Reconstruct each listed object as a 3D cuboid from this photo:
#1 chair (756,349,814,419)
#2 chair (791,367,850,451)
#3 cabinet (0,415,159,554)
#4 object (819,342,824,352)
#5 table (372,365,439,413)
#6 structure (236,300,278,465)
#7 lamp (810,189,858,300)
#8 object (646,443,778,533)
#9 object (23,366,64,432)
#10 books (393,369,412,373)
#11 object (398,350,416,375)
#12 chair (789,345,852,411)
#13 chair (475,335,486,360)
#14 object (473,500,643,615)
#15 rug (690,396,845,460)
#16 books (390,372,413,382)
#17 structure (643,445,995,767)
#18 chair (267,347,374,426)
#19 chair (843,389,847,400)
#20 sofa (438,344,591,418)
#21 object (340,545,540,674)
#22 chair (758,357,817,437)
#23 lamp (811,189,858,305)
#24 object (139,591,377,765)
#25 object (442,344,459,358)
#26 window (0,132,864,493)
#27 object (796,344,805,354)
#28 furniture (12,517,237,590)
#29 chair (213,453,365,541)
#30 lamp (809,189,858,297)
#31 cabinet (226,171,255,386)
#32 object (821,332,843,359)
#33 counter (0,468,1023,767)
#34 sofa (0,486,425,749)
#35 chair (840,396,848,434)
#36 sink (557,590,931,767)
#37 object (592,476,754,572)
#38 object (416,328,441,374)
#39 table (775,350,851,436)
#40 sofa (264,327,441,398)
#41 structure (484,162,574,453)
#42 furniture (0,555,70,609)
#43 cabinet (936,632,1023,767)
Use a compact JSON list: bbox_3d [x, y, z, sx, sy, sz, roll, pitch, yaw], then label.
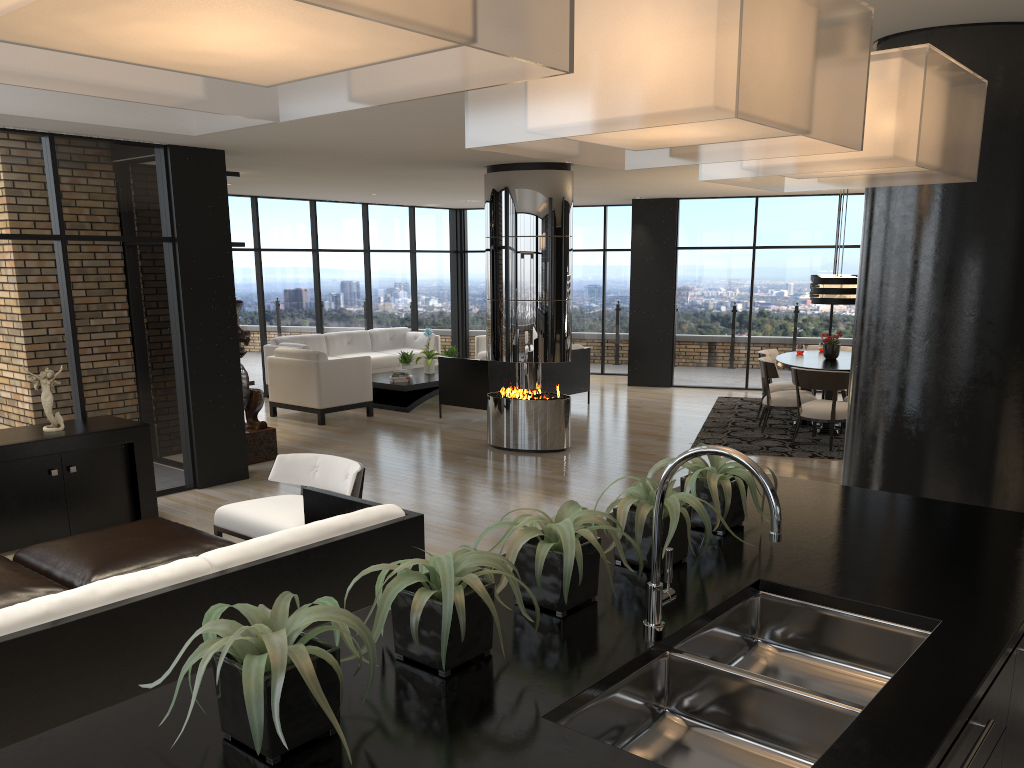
[{"bbox_3d":[3.224,0.018,10.486,0.614,0.821,0.633,5,12,27],"label":"chair"},{"bbox_3d":[3.162,0.236,8.899,0.610,0.821,0.636,-11,15,-43],"label":"chair"},{"bbox_3d":[-3.770,0.785,5.386,0.616,0.754,3.007,9,12,39],"label":"cabinet"},{"bbox_3d":[3.776,-0.448,10.717,0.095,0.108,0.094,-3,11,-16],"label":"object"},{"bbox_3d":[-1.176,0.037,12.207,1.255,0.358,2.011,7,10,39],"label":"table"},{"bbox_3d":[-2.704,-0.066,8.388,0.726,1.624,0.511,9,16,39],"label":"structure"},{"bbox_3d":[3.593,-1.593,9.662,0.535,1.354,0.526,3,13,16],"label":"lamp"},{"bbox_3d":[0.639,0.301,2.629,0.405,0.243,0.392,-5,10,-25],"label":"object"},{"bbox_3d":[-3.121,0.091,5.956,0.104,0.468,0.254,10,16,40],"label":"object"},{"bbox_3d":[-1.416,-0.173,11.394,0.184,0.027,0.152,4,9,30],"label":"books"},{"bbox_3d":[-1.422,-0.284,11.880,0.284,0.377,0.211,0,12,3],"label":"object"},{"bbox_3d":[3.887,-0.053,10.983,0.638,0.821,0.609,8,14,37],"label":"chair"},{"bbox_3d":[0.062,-0.422,13.622,0.994,0.872,0.845,8,13,39],"label":"chair"},{"bbox_3d":[0.062,0.397,2.031,0.405,0.221,0.392,-5,10,-25],"label":"object"},{"bbox_3d":[3.621,0.472,10.136,2.713,0.011,3.663,2,8,17],"label":"rug"},{"bbox_3d":[-1.433,-0.097,11.412,0.307,0.129,0.220,-2,9,-11],"label":"books"},{"bbox_3d":[0.511,0.644,1.685,0.651,1.037,2.747,9,12,39],"label":"structure"},{"bbox_3d":[-2.340,-0.025,10.815,0.994,0.872,0.845,8,13,39],"label":"chair"},{"bbox_3d":[4.228,0.058,10.158,0.616,0.821,0.631,0,11,3],"label":"chair"},{"bbox_3d":[0.063,-0.059,11.171,0.832,0.818,2.011,8,12,39],"label":"sofa"},{"bbox_3d":[-0.178,0.426,1.744,0.405,0.243,0.392,-5,10,-25],"label":"object"},{"bbox_3d":[2.997,0.131,9.673,0.616,0.821,0.631,2,11,10],"label":"chair"},{"bbox_3d":[3.321,-1.477,8.828,0.535,1.354,0.526,3,13,16],"label":"lamp"},{"bbox_3d":[-0.381,0.482,1.422,0.396,0.221,0.401,-5,10,-25],"label":"object"},{"bbox_3d":[-0.872,-0.372,12.505,0.284,0.377,0.211,3,12,18],"label":"object"},{"bbox_3d":[-0.944,-1.527,6.971,10.092,4.874,15.668,4,9,26],"label":"window"},{"bbox_3d":[3.421,-0.413,10.474,0.095,0.108,0.094,5,12,28],"label":"object"},{"bbox_3d":[-1.956,1.023,4.545,0.822,0.492,0.819,7,12,39],"label":"furniture"},{"bbox_3d":[-1.265,0.819,5.298,0.799,0.688,0.677,8,13,39],"label":"chair"},{"bbox_3d":[3.864,-1.708,10.496,0.535,1.354,0.526,3,13,16],"label":"lamp"},{"bbox_3d":[-4.099,-0.811,9.566,2.642,2.793,1.172,9,15,40],"label":"cabinet"},{"bbox_3d":[3.571,-0.430,9.886,0.228,0.304,0.233,4,12,19],"label":"object"},{"bbox_3d":[0.284,0.548,1.851,1.171,0.032,3.082,6,10,40],"label":"counter"},{"bbox_3d":[-1.361,0.998,3.512,0.832,0.818,2.011,8,12,39],"label":"sofa"},{"bbox_3d":[3.952,0.160,9.428,0.637,0.821,0.610,-11,15,-43],"label":"chair"},{"bbox_3d":[0.496,0.658,1.756,0.457,0.162,0.912,7,11,40],"label":"sink"},{"bbox_3d":[0.358,0.342,2.338,0.396,0.243,0.401,-5,10,-25],"label":"object"},{"bbox_3d":[-1.127,-0.458,12.149,0.354,0.643,0.365,-7,13,-30],"label":"object"},{"bbox_3d":[3.587,0.102,9.996,1.207,0.783,2.073,3,9,19],"label":"table"},{"bbox_3d":[-2.274,-0.334,13.071,0.848,0.871,2.667,8,12,39],"label":"sofa"},{"bbox_3d":[0.163,-0.718,8.730,0.889,2.795,0.577,6,14,27],"label":"structure"},{"bbox_3d":[-2.500,1.113,3.907,0.822,0.492,0.819,7,12,39],"label":"furniture"},{"bbox_3d":[0.286,1.080,1.972,1.171,1.057,3.082,8,12,39],"label":"cabinet"}]
